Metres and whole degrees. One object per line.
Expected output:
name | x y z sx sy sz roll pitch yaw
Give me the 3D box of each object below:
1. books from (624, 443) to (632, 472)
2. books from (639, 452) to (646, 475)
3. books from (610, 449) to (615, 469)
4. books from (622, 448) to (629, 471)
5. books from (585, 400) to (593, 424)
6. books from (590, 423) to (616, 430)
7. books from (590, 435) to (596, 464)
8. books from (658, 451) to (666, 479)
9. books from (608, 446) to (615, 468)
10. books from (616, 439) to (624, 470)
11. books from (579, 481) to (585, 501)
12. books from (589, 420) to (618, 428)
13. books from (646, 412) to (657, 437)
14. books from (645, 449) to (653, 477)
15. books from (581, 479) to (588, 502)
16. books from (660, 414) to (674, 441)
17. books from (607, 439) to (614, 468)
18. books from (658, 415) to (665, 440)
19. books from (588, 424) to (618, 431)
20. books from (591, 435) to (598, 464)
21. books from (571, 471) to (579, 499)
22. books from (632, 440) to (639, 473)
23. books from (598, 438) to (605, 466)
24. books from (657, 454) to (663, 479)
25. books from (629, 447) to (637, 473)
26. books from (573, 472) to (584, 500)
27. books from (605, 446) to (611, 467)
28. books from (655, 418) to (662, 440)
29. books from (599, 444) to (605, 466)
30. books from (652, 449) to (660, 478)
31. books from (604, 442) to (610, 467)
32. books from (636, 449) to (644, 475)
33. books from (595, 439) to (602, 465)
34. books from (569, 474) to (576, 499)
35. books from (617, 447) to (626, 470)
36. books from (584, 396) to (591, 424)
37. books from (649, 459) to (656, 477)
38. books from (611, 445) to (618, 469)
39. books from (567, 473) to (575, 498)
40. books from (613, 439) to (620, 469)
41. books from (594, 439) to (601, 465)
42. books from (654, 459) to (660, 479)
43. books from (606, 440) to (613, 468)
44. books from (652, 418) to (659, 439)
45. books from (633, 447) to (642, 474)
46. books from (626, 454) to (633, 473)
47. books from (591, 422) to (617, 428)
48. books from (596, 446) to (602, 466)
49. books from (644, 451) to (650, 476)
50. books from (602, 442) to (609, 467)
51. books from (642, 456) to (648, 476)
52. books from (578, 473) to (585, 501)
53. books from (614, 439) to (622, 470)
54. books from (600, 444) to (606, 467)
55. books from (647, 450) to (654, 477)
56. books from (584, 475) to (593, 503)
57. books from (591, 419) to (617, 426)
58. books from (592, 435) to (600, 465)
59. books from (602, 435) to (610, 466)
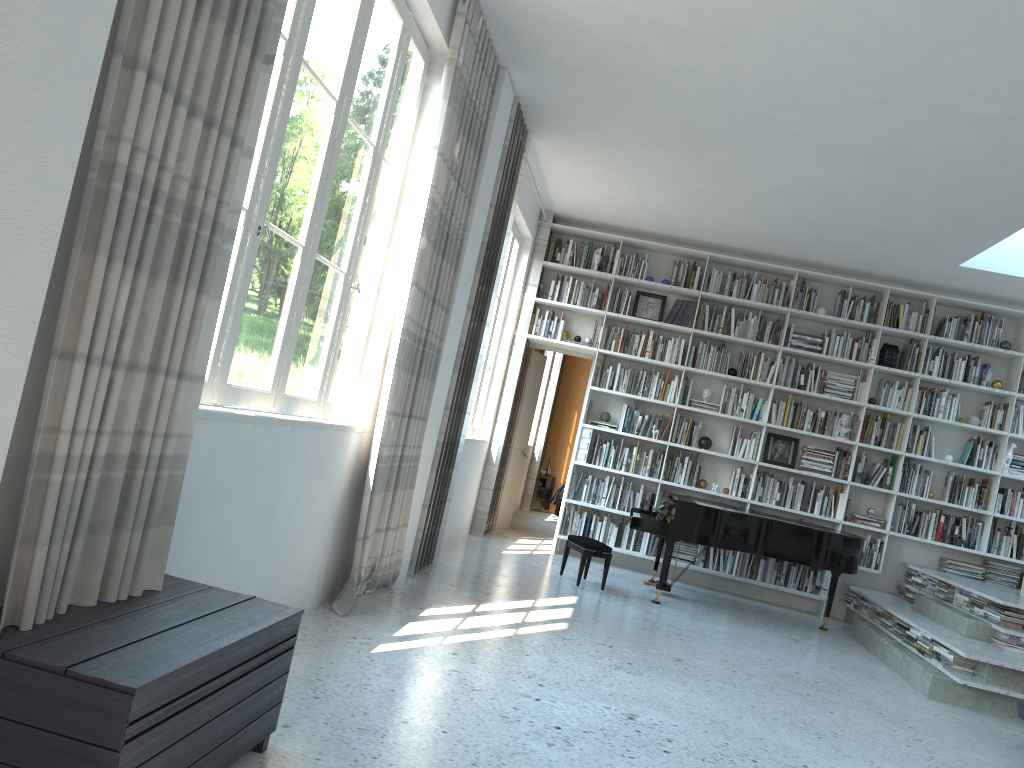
books | 1.129 0.714 8.624 0.014 0.282 0.150 12 -2 8
books | 1.269 0.772 8.612 0.025 0.229 0.153 12 -2 8
books | 0.979 0.729 8.630 0.016 0.189 0.183 12 -3 8
books | 1.103 0.736 8.627 0.027 0.230 0.159 12 -2 8
books | 0.757 0.281 8.708 0.028 0.243 0.156 12 -2 8
books | 0.894 0.417 8.688 0.254 0.012 0.161 12 -3 9
books | 0.795 0.642 8.688 0.008 0.285 0.159 12 -2 8
books | 1.450 0.785 8.596 0.024 0.280 0.136 12 -2 8
books | 0.967 0.712 8.637 0.015 0.219 0.190 12 -3 8
books | 1.049 0.685 8.636 0.012 0.306 0.189 12 -2 8
books | 0.691 1.046 8.673 0.024 0.197 0.148 12 -2 8
books | 0.899 0.392 8.682 0.285 0.012 0.159 12 -3 12
books | 1.351 0.402 8.617 0.060 0.255 0.158 12 -2 8
books | 1.325 0.764 8.585 0.021 0.265 0.185 12 -2 8
books | 0.713 1.037 8.648 0.022 0.220 0.187 12 -3 8
books | 1.494 0.420 8.563 0.082 0.276 0.228 12 -3 8
books | 0.963 0.676 8.634 0.007 0.286 0.182 12 -2 8
books | 1.447 0.424 8.609 0.021 0.251 0.154 12 -2 8
books | 0.891 0.428 8.683 0.285 0.012 0.159 12 -3 11
books | 0.807 0.643 8.685 0.016 0.289 0.152 12 -2 8
books | 0.618 0.988 8.657 0.011 0.277 0.189 12 -2 8
books | 1.201 0.709 8.614 0.021 0.322 0.172 12 -2 8
books | 0.876 0.662 8.660 0.008 0.279 0.164 12 -2 8
books | 1.426 0.799 8.575 0.010 0.240 0.174 12 -2 8
books | 1.173 0.738 8.618 0.026 0.254 0.176 12 -2 8
books | 0.650 0.992 8.661 0.052 0.283 0.172 12 -2 8
books | 0.939 0.711 8.667 0.016 0.211 0.146 12 -2 8
books | 1.418 0.440 8.608 0.027 0.209 0.144 12 -2 8
books | 0.881 0.694 8.664 0.015 0.218 0.176 12 -3 8
books | 1.396 0.769 8.575 0.014 0.286 0.179 12 -2 8
books | 0.927 0.690 8.639 0.009 0.244 0.184 12 -2 8
books | 1.243 0.755 8.601 0.028 0.249 0.159 12 -2 8
books | 0.849 0.664 8.659 0.007 0.264 0.177 12 -2 8
books | 0.597 1.004 8.675 0.029 0.239 0.154 12 -2 8
books | 1.071 0.729 8.649 0.045 0.230 0.138 12 -2 8
books | 0.743 0.257 8.721 0.012 0.285 0.159 12 -2 8
books | 1.361 0.816 8.596 0.041 0.181 0.141 12 -2 8
books | 1.004 0.715 8.663 0.016 0.230 0.136 12 -2 8
books | 0.581 0.993 8.692 0.012 0.254 0.161 12 -2 8
books | 1.023 0.684 8.664 0.009 0.299 0.141 12 -2 8
books | 0.836 0.665 8.681 0.022 0.257 0.141 12 -2 8
books | 1.408 0.824 8.603 0.023 0.187 0.130 12 -2 8
books | 0.957 0.680 8.658 0.009 0.277 0.158 12 -2 8
books | 1.389 0.434 8.603 0.030 0.207 0.172 12 -3 8
books | 1.217 0.744 8.601 0.028 0.260 0.181 12 -2 8
books | 1.138 0.767 8.610 0.029 0.181 0.190 12 -3 8
books | 0.896 0.404 8.684 0.254 0.012 0.161 12 -3 5
books | 0.851 0.701 8.640 0.019 0.189 0.193 12 -3 8
books | 1.310 0.772 8.604 0.010 0.246 0.160 12 -2 8
books | 0.918 0.689 8.654 0.014 0.243 0.171 12 -2 8
books | 1.289 0.794 8.610 0.023 0.194 0.140 12 -2 8
books | 0.682 1.005 8.676 0.010 0.273 0.150 12 -2 8
books | 1.032 0.684 8.627 0.019 0.300 0.180 12 -2 8
books | 0.894 0.697 8.649 0.015 0.216 0.180 12 -3 8
books | 1.343 0.772 8.602 0.013 0.260 0.142 12 -2 8
books | 0.743 1.021 8.652 0.029 0.266 0.172 12 -2 8
books | 0.902 0.381 8.689 0.254 0.012 0.161 12 -3 9
books | 0.821 0.643 8.676 0.014 0.294 0.171 12 -2 8
books | 0.916 0.652 8.659 0.006 0.315 0.145 12 -2 8
